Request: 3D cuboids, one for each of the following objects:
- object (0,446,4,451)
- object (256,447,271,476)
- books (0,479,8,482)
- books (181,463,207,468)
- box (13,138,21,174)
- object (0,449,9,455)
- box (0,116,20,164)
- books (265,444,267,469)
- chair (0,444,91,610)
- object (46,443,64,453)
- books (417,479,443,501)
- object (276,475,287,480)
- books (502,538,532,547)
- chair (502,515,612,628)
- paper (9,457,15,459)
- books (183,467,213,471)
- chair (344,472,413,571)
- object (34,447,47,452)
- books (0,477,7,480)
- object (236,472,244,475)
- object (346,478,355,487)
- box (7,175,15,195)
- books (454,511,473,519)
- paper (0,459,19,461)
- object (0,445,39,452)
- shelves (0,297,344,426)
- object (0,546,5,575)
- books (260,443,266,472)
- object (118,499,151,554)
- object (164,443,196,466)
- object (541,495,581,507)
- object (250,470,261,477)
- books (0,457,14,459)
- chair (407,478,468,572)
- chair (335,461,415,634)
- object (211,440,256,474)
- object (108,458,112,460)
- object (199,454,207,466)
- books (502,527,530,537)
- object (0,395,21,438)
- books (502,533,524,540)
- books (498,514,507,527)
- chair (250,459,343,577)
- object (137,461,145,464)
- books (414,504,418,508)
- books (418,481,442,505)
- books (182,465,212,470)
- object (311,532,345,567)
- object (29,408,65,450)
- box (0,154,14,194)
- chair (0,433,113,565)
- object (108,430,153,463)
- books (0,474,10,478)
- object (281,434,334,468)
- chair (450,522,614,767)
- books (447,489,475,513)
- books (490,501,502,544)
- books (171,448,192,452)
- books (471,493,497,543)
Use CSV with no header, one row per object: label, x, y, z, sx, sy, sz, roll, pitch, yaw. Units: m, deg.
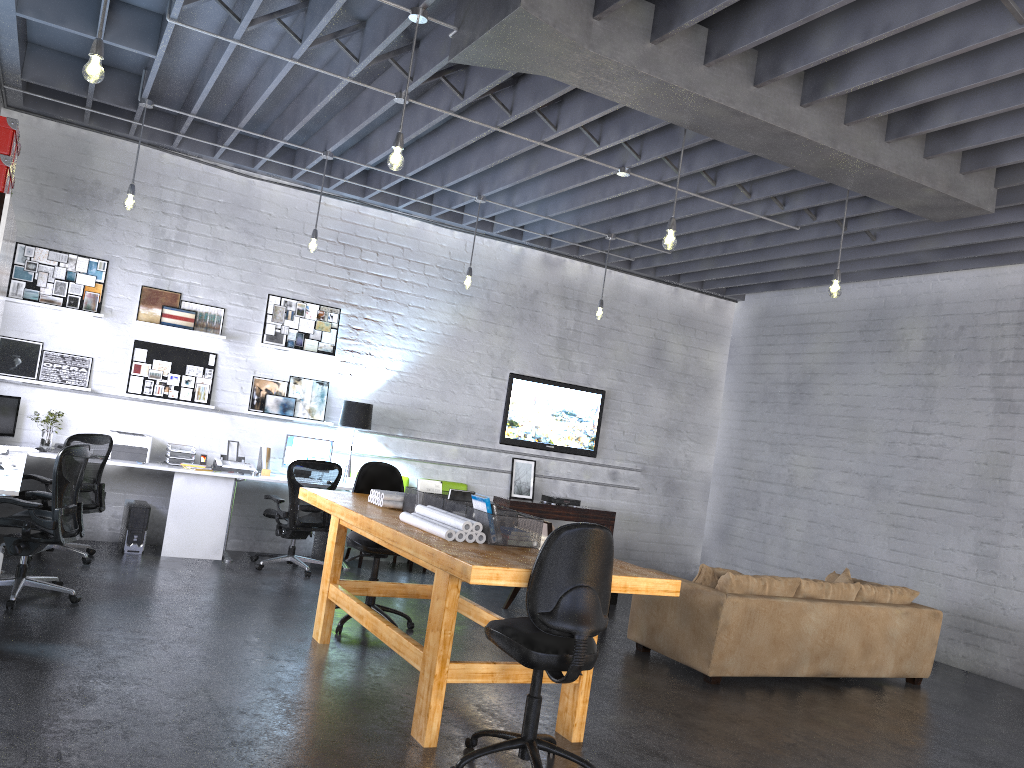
object,-4.005,0.508,6.923,0.130,0.049,0.130,9,-4,-11
object,-2.393,0.748,8.593,0.087,0.259,0.236,10,-3,-28
books,-3.100,0.552,5.195,0.213,0.012,0.158,9,-4,-3
books,-2.869,0.735,8.000,0.211,0.014,0.148,9,-4,-13
box,-1.972,-0.873,3.267,0.268,0.133,0.206,10,-4,-28
object,-3.693,0.407,6.031,0.485,0.230,0.420,10,-4,-28
box,-1.875,-0.869,3.083,0.270,0.131,0.206,10,-4,-28
books,-2.408,0.724,8.584,0.043,0.296,0.210,10,-3,-28
chair,-3.112,0.863,5.734,0.753,1.030,0.732,10,-3,-24
object,-3.784,0.569,7.614,0.411,0.081,0.279,6,-4,32
books,-0.527,0.715,5.619,0.171,0.210,0.046,10,-3,-28
object,-2.029,0.910,8.464,0.422,0.028,0.181,11,-4,-33
books,-0.010,0.826,4.701,0.155,0.029,0.226,10,-4,-28
chair,0.424,1.608,7.689,0.725,0.841,0.574,10,-3,-28
paper,-3.778,0.545,6.582,0.115,0.001,0.159,5,-5,45
books,-2.843,0.769,8.031,0.148,0.014,0.211,7,-4,27
chair,-1.312,1.402,9.116,0.612,0.919,0.516,10,-3,-28
object,-3.999,0.554,7.518,0.114,0.036,0.058,8,-3,12
books,-3.102,0.540,5.196,0.209,0.012,0.158,9,-4,-5
object,-2.516,0.828,8.209,0.076,0.016,0.017,7,-3,22
object,-1.581,0.962,8.671,0.069,0.083,0.090,10,-4,-28
box,-1.991,-0.744,3.261,0.270,0.131,0.206,10,-4,-28
books,-0.194,0.739,4.950,0.184,0.027,0.232,6,-4,34
paper,-3.696,0.551,6.485,0.159,0.001,0.115,11,-5,-39
object,-4.100,0.526,7.250,0.180,0.028,0.422,7,-4,22
shelves,-3.106,-0.164,8.304,3.027,0.693,0.199,10,-3,-28
object,-3.175,1.122,5.016,0.478,0.411,0.200,10,-3,-28
books,-2.413,0.723,8.576,0.036,0.296,0.210,10,-3,-28
object,-3.394,1.278,7.971,0.180,0.411,0.476,10,-3,-28
object,-3.083,0.663,8.239,0.229,0.180,0.316,10,-4,-28
object,0.559,1.340,10.154,0.371,0.082,0.266,10,-4,-28
object,-2.397,0.833,8.288,0.095,0.050,0.095,6,-4,31
books,-3.706,0.542,6.493,0.112,0.001,0.066,12,-5,-41
chair,-0.705,1.512,9.439,0.612,0.919,0.516,10,-3,-28
chair,-0.922,1.159,6.335,0.660,1.164,0.686,10,-3,-29
object,-2.659,0.689,8.457,0.406,0.280,0.399,10,-4,-28
object,-3.547,0.640,7.695,0.131,0.021,0.103,5,-5,42
object,-2.917,0.724,8.377,0.093,0.116,0.067,10,-3,-28
books,-0.002,0.780,4.699,0.128,0.022,0.181,11,-4,-33
object,-4.377,0.292,7.391,0.147,0.427,0.560,8,-3,9
books,-0.004,0.802,4.705,0.141,0.021,0.203,10,-4,-26
books,-0.150,0.845,5.595,0.244,0.067,0.298,10,-4,-18
chair,-1.993,1.183,8.153,0.752,1.030,0.733,7,-3,31
object,-3.264,0.691,7.804,0.075,0.016,0.017,9,-3,-3
books,-0.457,0.773,5.453,0.233,0.022,0.184,10,-4,-30
books,-0.516,0.722,5.590,0.158,0.199,0.082,10,-3,-28
books,-2.849,0.753,8.014,0.148,0.014,0.211,6,-5,37
object,-1.798,1.563,8.730,0.180,0.411,0.476,10,-3,-28
object,-4.068,0.394,7.756,0.271,0.362,0.297,8,-3,17
box,-1.894,-0.741,3.077,0.270,0.131,0.206,10,-4,-28
chair,-3.638,0.872,7.104,0.753,1.030,0.732,9,-3,-4
object,-3.473,0.564,8.037,0.351,0.235,0.350,10,-4,-28
books,-3.099,0.530,5.203,0.212,0.010,0.171,9,-4,-1
object,-2.037,0.733,8.779,0.465,0.417,0.212,10,-3,-23
chair,0.107,1.162,3.978,0.660,1.164,0.686,10,-3,-29
books,-0.306,0.714,5.092,0.158,0.214,0.063,10,-3,-28
books,-0.112,0.714,4.616,0.097,0.208,0.157,10,-3,-28
books,-3.085,0.614,8.256,0.134,0.008,0.203,12,-5,-44
books,-0.146,0.697,4.614,0.108,0.233,0.166,10,-3,-28
